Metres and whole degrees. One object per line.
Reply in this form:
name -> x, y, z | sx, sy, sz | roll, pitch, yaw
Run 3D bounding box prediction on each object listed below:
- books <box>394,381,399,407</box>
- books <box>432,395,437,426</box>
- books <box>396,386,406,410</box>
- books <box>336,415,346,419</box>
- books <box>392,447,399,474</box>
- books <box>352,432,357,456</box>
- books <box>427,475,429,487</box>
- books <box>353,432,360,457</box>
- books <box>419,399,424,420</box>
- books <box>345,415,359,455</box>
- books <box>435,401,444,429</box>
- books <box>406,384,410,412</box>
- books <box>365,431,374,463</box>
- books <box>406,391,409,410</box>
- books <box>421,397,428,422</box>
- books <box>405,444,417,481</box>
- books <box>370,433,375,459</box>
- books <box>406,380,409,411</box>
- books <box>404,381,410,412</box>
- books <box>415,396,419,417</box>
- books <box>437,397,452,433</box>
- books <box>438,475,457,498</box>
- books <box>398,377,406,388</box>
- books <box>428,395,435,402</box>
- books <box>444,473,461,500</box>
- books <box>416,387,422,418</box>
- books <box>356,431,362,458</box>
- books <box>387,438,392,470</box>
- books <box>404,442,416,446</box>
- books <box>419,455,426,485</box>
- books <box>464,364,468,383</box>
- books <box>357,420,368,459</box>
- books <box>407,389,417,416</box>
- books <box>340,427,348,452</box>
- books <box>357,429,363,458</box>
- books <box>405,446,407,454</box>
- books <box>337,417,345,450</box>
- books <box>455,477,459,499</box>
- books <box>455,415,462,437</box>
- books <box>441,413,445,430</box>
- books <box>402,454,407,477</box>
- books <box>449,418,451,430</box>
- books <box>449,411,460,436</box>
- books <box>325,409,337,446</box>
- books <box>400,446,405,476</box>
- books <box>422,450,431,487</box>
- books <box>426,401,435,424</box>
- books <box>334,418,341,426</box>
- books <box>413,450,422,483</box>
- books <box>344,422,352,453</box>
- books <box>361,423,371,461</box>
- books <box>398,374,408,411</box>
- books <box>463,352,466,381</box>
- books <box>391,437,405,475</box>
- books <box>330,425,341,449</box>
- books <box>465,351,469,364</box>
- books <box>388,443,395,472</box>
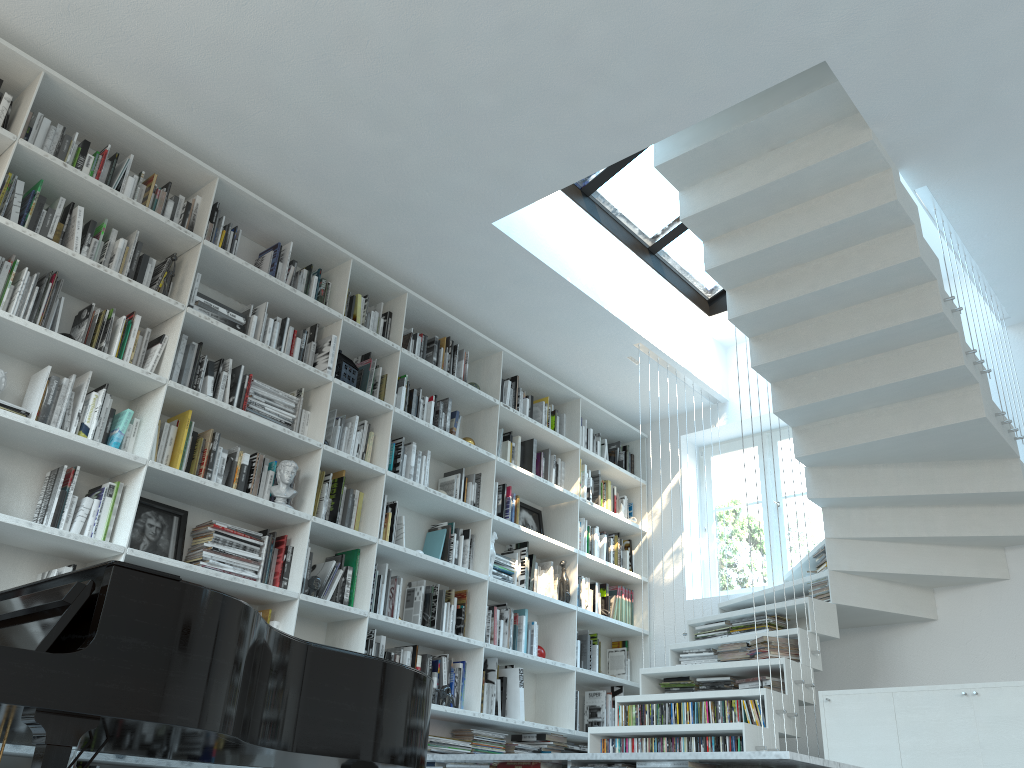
books -> -0.714, 0.111, 5.045 | 0.148, 0.242, 0.026 | -18, -33, 37
books -> -0.516, 0.213, 5.271 | 0.160, 0.283, 0.012 | -18, -33, 37
books -> -0.685, 0.132, 5.044 | 0.181, 0.207, 0.026 | -18, -34, 37
books -> -0.946, 0.303, 4.674 | 0.146, 0.274, 0.019 | -18, -33, 37
books -> -0.704, 0.470, 4.913 | 0.161, 0.215, 0.026 | -18, -33, 37
books -> -0.897, 0.358, 4.686 | 0.173, 0.194, 0.024 | -18, -34, 37
books -> -0.537, 0.553, 5.101 | 0.161, 0.253, 0.034 | -18, -33, 37
books -> -0.887, 0.365, 4.701 | 0.185, 0.195, 0.027 | -18, -34, 37
books -> -0.584, 0.204, 5.185 | 0.144, 0.215, 0.025 | -18, -33, 37
books -> -0.897, 0.313, 4.686 | 0.187, 0.274, 0.028 | -18, -33, 37
books -> -0.489, 0.237, 5.264 | 0.186, 0.236, 0.031 | -18, -33, 37
books -> -0.652, 0.141, 5.135 | 0.133, 0.275, 0.013 | -18, -33, 37
books -> -0.822, 0.381, 4.763 | 0.177, 0.228, 0.028 | -18, -33, 37
books -> -0.663, 0.145, 5.098 | 0.165, 0.234, 0.012 | -18, -33, 37
books -> -0.559, 0.201, 5.198 | 0.149, 0.235, 0.023 | -18, -33, 37
books -> -0.620, 0.480, 4.977 | 0.182, 0.262, 0.031 | -18, -33, 37
books -> -0.821, 0.388, 4.787 | 0.173, 0.236, 0.026 | -18, -33, 37
books -> -0.657, 0.125, 5.124 | 0.138, 0.294, 0.021 | -18, -33, 37
books -> -0.663, 0.124, 5.092 | 0.166, 0.267, 0.010 | -18, -33, 37
books -> -0.613, 0.188, 5.163 | 0.142, 0.222, 0.028 | -18, -33, 37
books -> -0.445, 0.235, 5.307 | 0.183, 0.284, 0.029 | -18, -33, 37
books -> -0.388, 0.655, 5.252 | 0.140, 0.219, 0.015 | -18, -33, 37
books -> -0.683, 0.110, 5.083 | 0.173, 0.282, 0.011 | -18, -33, 37
books -> -0.527, 0.207, 5.238 | 0.156, 0.263, 0.012 | -18, -33, 37
books -> -0.371, 0.656, 5.264 | 0.154, 0.231, 0.012 | -18, -33, 37
books -> -0.595, 0.167, 5.188 | 0.154, 0.283, 0.013 | -18, -33, 37
books -> -0.874, 0.366, 4.719 | 0.158, 0.210, 0.029 | -18, -33, 37
books -> -0.739, 0.427, 4.868 | 0.177, 0.246, 0.014 | -18, -33, 37
books -> -0.621, 0.483, 5.018 | 0.159, 0.294, 0.027 | -18, -33, 37
books -> -0.568, 0.536, 5.048 | 0.183, 0.231, 0.021 | -18, -33, 37
books -> -0.351, -0.008, 5.543 | 0.188, 0.208, 0.014 | -18, -34, 37
books -> -0.855, 0.345, 4.766 | 0.154, 0.292, 0.028 | -18, -33, 37
books -> -0.622, 0.158, 5.126 | 0.160, 0.240, 0.027 | -18, -33, 37
books -> -0.940, 0.338, 4.666 | 0.171, 0.206, 0.023 | -18, -34, 37
books -> -0.866, 0.365, 4.740 | 0.150, 0.232, 0.024 | -18, -33, 37
books -> -0.653, 0.481, 4.976 | 0.131, 0.255, 0.011 | -18, -33, 37
books -> -0.955, 0.309, 4.658 | 0.165, 0.248, 0.028 | -18, -33, 37
books -> -0.379, 0.665, 5.253 | 0.154, 0.204, 0.005 | -18, -34, 37
books -> -0.395, 0.304, 5.362 | 0.182, 0.215, 0.048 | -18, -34, 37
books -> -0.476, 0.274, 5.273 | 0.176, 0.181, 0.027 | -18, -34, 37
books -> -0.661, 0.501, 4.946 | 0.171, 0.193, 0.025 | -18, -34, 37
books -> -0.439, 0.282, 5.320 | 0.157, 0.212, 0.030 | -18, -33, 37
books -> -0.402, 0.284, 5.346 | 0.171, 0.234, 0.054 | -18, -33, 37
books -> -0.991, 0.277, 4.637 | 0.160, 0.284, 0.019 | -18, -33, 37
books -> -0.669, 0.471, 4.935 | 0.164, 0.236, 0.022 | -18, -33, 37
books -> -0.544, 0.524, 5.065 | 0.170, 0.271, 0.024 | -18, -33, 37
books -> -0.534, 0.217, 5.198 | 0.181, 0.208, 0.021 | -18, -34, 37
books -> -0.971, 0.307, 4.648 | 0.159, 0.241, 0.024 | -18, -33, 37
books -> -0.594, 0.511, 5.016 | 0.183, 0.243, 0.025 | -18, -33, 37
books -> -0.925, 0.329, 4.679 | 0.179, 0.235, 0.023 | -18, -33, 37
books -> -0.844, 0.357, 4.772 | 0.173, 0.276, 0.025 | -18, -33, 37
books -> -0.670, 0.102, 5.093 | 0.152, 0.305, 0.014 | -18, -33, 37
books -> -0.364, -0.051, 5.536 | 0.180, 0.277, 0.008 | -18, -33, 37
books -> -0.675, 0.443, 4.928 | 0.177, 0.279, 0.014 | -18, -33, 37
books -> -0.969, 0.321, 4.610 | 0.181, 0.184, 0.028 | -18, -34, 37
books -> -0.343, -0.048, 5.572 | 0.163, 0.305, 0.006 | -18, -33, 37
books -> -0.715, 0.453, 4.903 | 0.158, 0.235, 0.013 | -18, -33, 37
